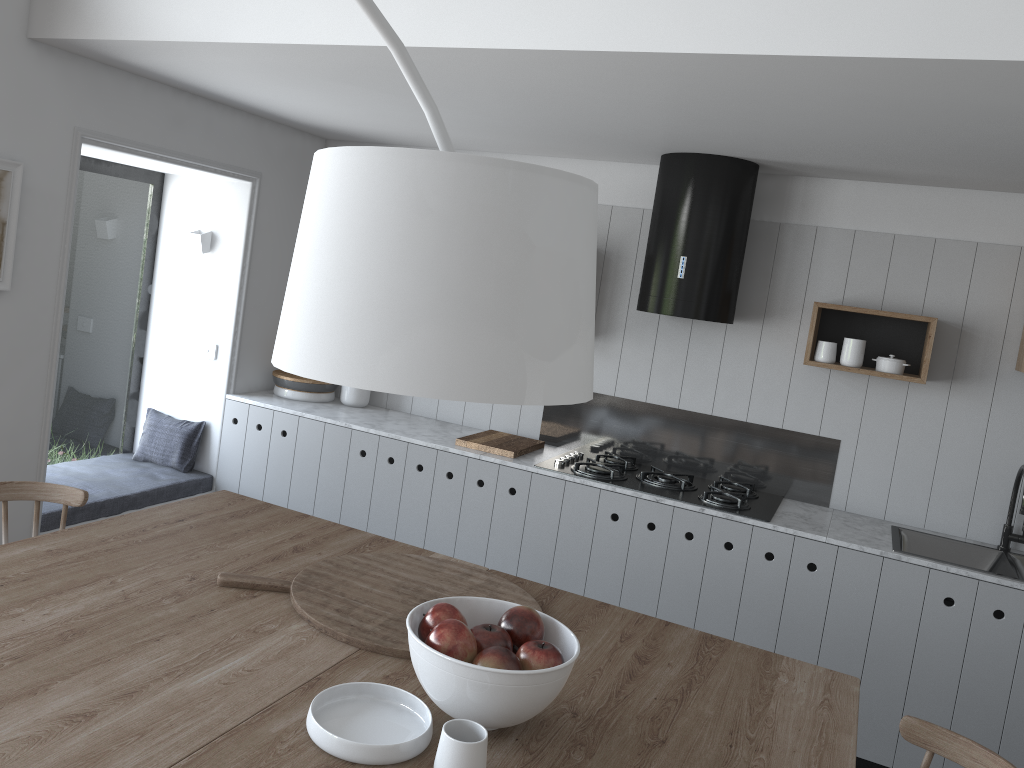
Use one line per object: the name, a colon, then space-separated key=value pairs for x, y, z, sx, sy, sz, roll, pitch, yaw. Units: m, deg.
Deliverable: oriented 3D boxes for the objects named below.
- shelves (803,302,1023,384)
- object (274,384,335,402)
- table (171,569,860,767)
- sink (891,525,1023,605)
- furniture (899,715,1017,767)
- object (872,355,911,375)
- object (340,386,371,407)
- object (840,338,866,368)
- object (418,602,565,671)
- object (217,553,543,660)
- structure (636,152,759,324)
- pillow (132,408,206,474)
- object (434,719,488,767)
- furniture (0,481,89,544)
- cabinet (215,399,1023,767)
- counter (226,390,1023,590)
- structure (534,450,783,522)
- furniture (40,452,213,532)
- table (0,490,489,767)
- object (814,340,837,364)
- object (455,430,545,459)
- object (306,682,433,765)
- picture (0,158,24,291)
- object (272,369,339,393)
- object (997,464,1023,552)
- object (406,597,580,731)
shelves: x=1.533 y=-0.214 z=3.569 sx=3.663 sy=0.795 sz=0.294 roll=11 pitch=5 yaw=24
object: x=-1.115 y=0.042 z=4.748 sx=0.317 sy=0.055 sz=0.335 roll=4 pitch=8 yaw=-28
table: x=-0.069 y=1.018 z=1.327 sx=0.958 sy=0.747 sz=2.002 roll=11 pitch=7 yaw=22
sink: x=2.000 y=0.780 z=3.184 sx=1.205 sy=0.166 sz=0.444 roll=11 pitch=7 yaw=24
furniture: x=0.416 y=1.074 z=1.176 sx=0.557 sy=0.808 sz=1.334 roll=10 pitch=7 yaw=22
object: x=1.521 y=-0.081 z=3.547 sx=0.129 sy=0.073 sz=0.109 roll=8 pitch=6 yaw=2
object: x=-0.824 y=0.011 z=4.684 sx=0.153 sy=0.212 sz=0.156 roll=7 pitch=5 yaw=-8
object: x=1.382 y=-0.125 z=3.582 sx=0.088 sy=0.115 sz=0.084 roll=10 pitch=6 yaw=23
object: x=-0.044 y=0.504 z=1.591 sx=0.247 sy=0.167 sz=0.241 roll=6 pitch=6 yaw=-16
object: x=-0.250 y=0.511 z=2.064 sx=0.657 sy=0.023 sz=0.617 roll=1 pitch=10 yaw=-44
structure: x=0.815 y=-0.720 z=3.824 sx=0.406 sy=0.866 sz=0.424 roll=6 pitch=5 yaw=-20
pillow: x=-1.774 y=0.305 z=4.588 sx=0.412 sy=0.292 sz=0.177 roll=11 pitch=6 yaw=24
object: x=-0.079 y=0.587 z=1.401 sx=0.085 sy=0.078 sz=0.081 roll=11 pitch=6 yaw=23
furniture: x=-1.430 y=0.735 z=1.815 sx=0.557 sy=0.808 sz=1.334 roll=10 pitch=7 yaw=22
cabinet: x=1.296 y=0.997 z=3.237 sx=6.269 sy=0.745 sz=0.010 roll=11 pitch=5 yaw=24
counter: x=1.458 y=0.599 z=3.465 sx=6.273 sy=0.020 sz=0.568 roll=11 pitch=8 yaw=24
structure: x=0.646 y=0.404 z=3.842 sx=1.006 sy=0.048 sz=0.543 roll=11 pitch=8 yaw=24
furniture: x=-1.992 y=0.479 z=4.194 sx=0.610 sy=0.115 sz=1.031 roll=11 pitch=7 yaw=22
table: x=-0.927 y=0.848 z=1.721 sx=0.958 sy=0.747 sz=2.002 roll=11 pitch=7 yaw=22
object: x=1.288 y=-0.129 z=3.625 sx=0.081 sy=0.088 sz=0.086 roll=5 pitch=7 yaw=-31
object: x=-0.050 y=0.278 z=4.149 sx=0.297 sy=0.030 sz=0.392 roll=11 pitch=8 yaw=23
object: x=-0.241 y=0.574 z=1.502 sx=0.215 sy=0.035 sz=0.215 roll=8 pitch=7 yaw=2
picture: x=-1.910 y=-0.565 z=3.050 sx=0.030 sy=0.469 sz=0.426 roll=10 pitch=6 yaw=22
object: x=-1.106 y=-0.015 z=4.744 sx=0.353 sy=0.065 sz=0.367 roll=6 pitch=7 yaw=-17
object: x=1.941 y=0.493 z=3.355 sx=0.093 sy=0.373 sz=0.284 roll=10 pitch=6 yaw=22
object: x=-0.046 y=0.524 z=1.596 sx=0.322 sy=0.164 sz=0.309 roll=10 pitch=7 yaw=20
